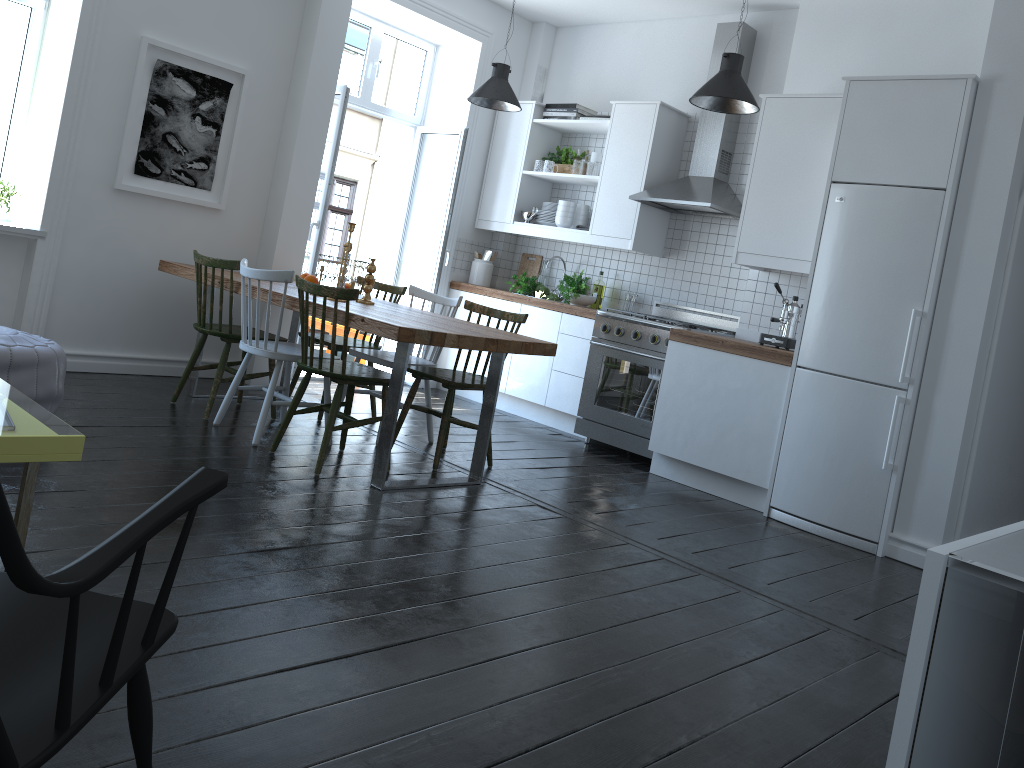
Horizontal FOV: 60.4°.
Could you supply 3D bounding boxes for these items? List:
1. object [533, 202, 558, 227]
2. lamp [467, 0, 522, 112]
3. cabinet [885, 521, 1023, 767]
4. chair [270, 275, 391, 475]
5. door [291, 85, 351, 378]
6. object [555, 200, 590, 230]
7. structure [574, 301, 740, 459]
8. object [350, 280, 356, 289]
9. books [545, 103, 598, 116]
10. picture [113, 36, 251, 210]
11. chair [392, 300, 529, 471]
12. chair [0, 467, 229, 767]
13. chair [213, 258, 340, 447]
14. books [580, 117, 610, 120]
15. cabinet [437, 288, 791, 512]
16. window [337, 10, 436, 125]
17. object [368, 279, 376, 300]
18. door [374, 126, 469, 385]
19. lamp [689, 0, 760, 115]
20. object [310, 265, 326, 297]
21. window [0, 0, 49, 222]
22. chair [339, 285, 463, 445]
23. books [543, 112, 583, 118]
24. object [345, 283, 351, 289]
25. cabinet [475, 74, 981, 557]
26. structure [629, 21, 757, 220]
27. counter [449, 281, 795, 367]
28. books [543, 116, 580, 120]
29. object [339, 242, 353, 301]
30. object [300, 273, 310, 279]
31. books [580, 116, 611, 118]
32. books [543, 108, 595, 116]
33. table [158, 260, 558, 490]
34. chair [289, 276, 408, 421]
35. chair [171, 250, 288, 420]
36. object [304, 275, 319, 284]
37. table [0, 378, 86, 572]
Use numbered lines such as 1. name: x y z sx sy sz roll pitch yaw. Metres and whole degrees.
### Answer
1. object: 0.324 -1.307 6.867 0.304 0.194 0.303 15 7 44
2. lamp: -0.963 -1.886 6.897 2.737 2.505 0.487 14 3 43
3. cabinet: 1.114 0.672 1.531 0.597 0.733 1.191 13 6 43
4. chair: -0.785 -0.045 4.062 0.473 0.826 0.481 12 3 41
5. door: -1.504 -1.095 6.183 0.104 2.023 0.593 11 1 -42
6. object: 0.456 -1.268 6.668 0.151 0.216 0.307 13 5 40
7. structure: 0.945 -0.033 5.817 0.709 1.018 0.715 13 3 43
8. object: -0.890 -0.528 4.901 0.103 0.114 0.101 12 4 28
9. books: 0.463 -2.133 6.865 0.257 0.038 0.330 4 10 -45
10. picture: -1.982 -1.550 5.309 0.084 0.886 0.681 11 2 43
11. chair: -0.282 -0.016 4.603 0.473 0.826 0.481 12 3 41
12. chair: -0.736 0.245 1.047 0.612 1.003 0.911 11 3 -3
13. chair: -1.152 -0.160 4.365 0.472 0.841 0.505 12 3 43
14. books: 0.715 -1.945 6.602 0.355 0.038 0.259 17 9 42
15. cabinet: 0.635 -0.021 6.090 0.722 0.812 3.230 8 7 -39
16. window: -1.072 -2.460 6.782 0.107 0.656 1.171 11 4 43
17. object: -0.780 -0.511 4.835 0.050 0.139 0.049 12 1 43
18. door: -0.741 -1.052 7.006 0.592 2.023 0.104 11 1 37
19. lamp: 1.249 -1.986 4.828 0.382 0.938 0.390 10 2 -39
20. object: -1.007 -0.541 4.618 0.080 0.160 0.080 11 2 0
21. window: -3.266 -1.947 4.549 0.108 1.983 1.555 11 2 43
22. chair: -0.620 -0.132 4.952 0.472 0.841 0.505 12 3 43
23. books: 0.447 -2.069 6.859 0.333 0.030 0.257 17 9 40
24. object: -0.937 -0.531 5.000 0.084 0.084 0.090 8 5 -35
25. cabinet: 0.988 -0.716 5.848 0.772 2.365 3.844 10 4 -43
26. structure: 1.312 -1.809 5.910 0.641 1.302 0.523 12 2 43
27. counter: 0.671 -0.450 6.051 3.143 0.073 0.840 17 9 43
28. books: 0.454 -2.029 6.858 0.257 0.044 0.356 4 10 -45
29. object: -0.909 -0.615 4.773 0.140 0.310 0.141 11 1 -5
30. object: -1.205 -0.605 5.151 0.089 0.090 0.083 13 4 33
31. books: 0.725 -1.971 6.609 0.272 0.016 0.346 4 10 -45
32. books: 0.469 -2.096 6.860 0.356 0.030 0.285 17 9 42
33. table: -0.976 -0.108 4.722 2.258 0.714 1.010 17 7 43
34. chair: -0.990 -0.231 5.255 0.473 0.826 0.481 12 3 41
35. chair: -1.493 -0.260 4.715 0.473 0.826 0.481 12 3 41
36. object: -1.159 -0.586 5.082 0.090 0.088 0.084 9 4 -21
37. table: -1.828 0.165 2.512 1.420 0.398 0.596 17 8 43
